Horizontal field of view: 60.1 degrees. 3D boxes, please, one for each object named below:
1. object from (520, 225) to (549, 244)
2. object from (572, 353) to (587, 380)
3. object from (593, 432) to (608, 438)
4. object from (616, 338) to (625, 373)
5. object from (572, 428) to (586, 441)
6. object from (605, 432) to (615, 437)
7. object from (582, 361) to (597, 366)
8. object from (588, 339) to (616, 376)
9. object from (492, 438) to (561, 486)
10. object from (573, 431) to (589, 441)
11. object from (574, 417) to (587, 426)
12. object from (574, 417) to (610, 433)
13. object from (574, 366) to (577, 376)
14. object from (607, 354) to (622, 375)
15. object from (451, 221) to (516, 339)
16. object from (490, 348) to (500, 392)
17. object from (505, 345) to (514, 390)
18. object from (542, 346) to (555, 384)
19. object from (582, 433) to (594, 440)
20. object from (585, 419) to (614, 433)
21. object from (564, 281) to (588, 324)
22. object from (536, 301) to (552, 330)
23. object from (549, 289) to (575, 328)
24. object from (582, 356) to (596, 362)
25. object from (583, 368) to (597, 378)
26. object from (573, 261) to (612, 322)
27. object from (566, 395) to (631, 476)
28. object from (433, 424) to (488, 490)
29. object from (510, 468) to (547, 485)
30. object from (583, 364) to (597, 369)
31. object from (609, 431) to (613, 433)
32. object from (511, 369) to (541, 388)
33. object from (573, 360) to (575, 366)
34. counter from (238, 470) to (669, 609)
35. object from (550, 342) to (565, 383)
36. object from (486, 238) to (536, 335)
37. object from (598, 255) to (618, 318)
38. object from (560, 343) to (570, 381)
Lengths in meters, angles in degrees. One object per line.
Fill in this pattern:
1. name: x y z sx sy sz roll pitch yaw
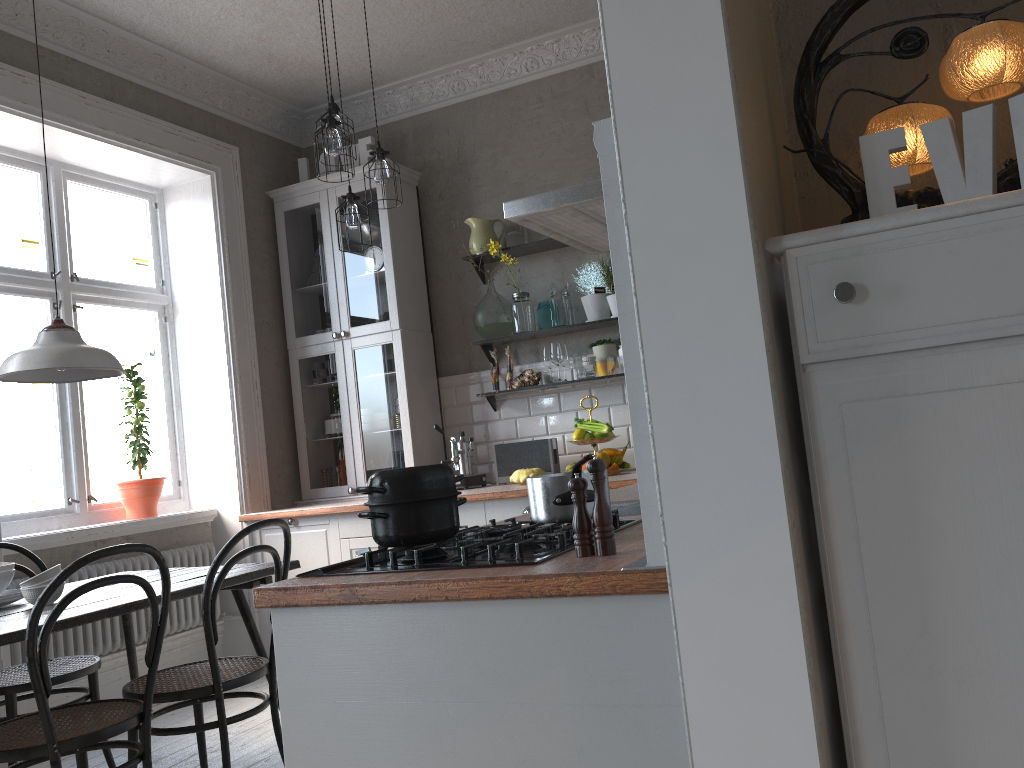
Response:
1. object: 0.126 -0.860 4.966 0.175 0.184 0.169 -4 -4 -26
2. object: 0.375 -0.091 4.806 0.079 0.139 0.078 -6 -4 -3
3. object: 0.458 0.275 4.576 0.075 0.062 0.100 -6 -4 -2
4. object: 0.643 -0.159 4.788 0.150 0.214 0.170 -4 -5 -35
5. object: 0.347 0.263 4.572 0.058 0.069 0.080 -10 -6 44
6. object: 0.507 0.268 4.588 0.051 0.050 0.050 -9 -5 34
7. object: 0.417 -0.092 4.739 0.075 0.051 0.079 -10 -6 43
8. object: 0.500 -0.143 4.843 0.156 0.216 0.156 -7 -4 4
9. object: 0.079 0.422 4.808 0.346 0.226 0.089 -8 -4 24
10. object: 0.368 0.282 4.645 0.095 0.078 0.102 -7 -4 12
11. object: 0.358 0.201 4.622 0.073 0.058 0.051 -6 -4 1
12. object: 0.417 0.213 4.590 0.207 0.101 0.068 -9 -5 31
13. object: 0.384 -0.059 4.885 0.076 0.083 0.079 -10 -5 42
14. object: 0.545 -0.100 4.742 0.077 0.108 0.079 -8 -4 18
15. object: -0.150 -0.587 5.028 0.336 0.674 0.336 -6 -4 -7
16. object: -0.097 -0.077 5.087 0.053 0.264 0.061 -6 -4 -4
17. object: -0.010 -0.091 5.030 0.062 0.264 0.052 -4 -4 -29
18. object: 0.212 -0.102 4.948 0.081 0.217 0.082 -7 -4 11
19. object: 0.393 0.281 4.567 0.062 0.061 0.067 -8 -4 25
20. object: 0.474 0.221 4.640 0.090 0.096 0.177 -2 -6 -45
21. object: 0.356 -0.438 4.977 0.129 0.264 0.134 -9 -5 30
22. object: 0.203 -0.375 4.976 0.124 0.172 0.128 -8 -4 28
23. object: 0.271 -0.409 4.846 0.127 0.206 0.122 -3 -5 -43
24. object: 0.415 -0.117 4.740 0.076 0.051 0.078 -7 -4 10
25. object: 0.421 -0.058 4.736 0.076 0.051 0.078 -8 -4 18
26. object: 0.469 -0.506 4.859 0.240 0.354 0.239 -10 -5 42
27. object: 0.422 0.271 4.615 0.349 0.425 0.354 -7 -4 10
28. object: -0.314 0.400 4.888 0.202 0.370 0.359 -8 -4 25
29. object: 0.084 0.477 4.579 0.194 0.083 0.192 -8 -5 25
30. object: 0.419 -0.075 4.738 0.076 0.051 0.078 -8 -4 18
31. object: 0.499 0.266 4.632 0.062 0.060 0.065 -7 -4 12
32. object: 0.079 -0.031 4.962 0.176 0.111 0.096 -7 -4 2
33. object: 0.380 -0.092 4.888 0.076 0.083 0.079 -10 -5 42
34. counter: -0.423 0.509 3.430 3.111 0.039 3.445 -8 -5 25
35. object: 0.250 -0.115 4.826 0.081 0.217 0.082 -7 -4 11
36. object: -0.007 -0.543 4.914 0.189 0.539 0.284 -8 -4 17
37. object: 0.563 -0.536 4.759 0.186 0.380 0.167 -5 -4 -14
38. object: 0.287 -0.113 4.909 0.081 0.217 0.082 -7 -4 11
